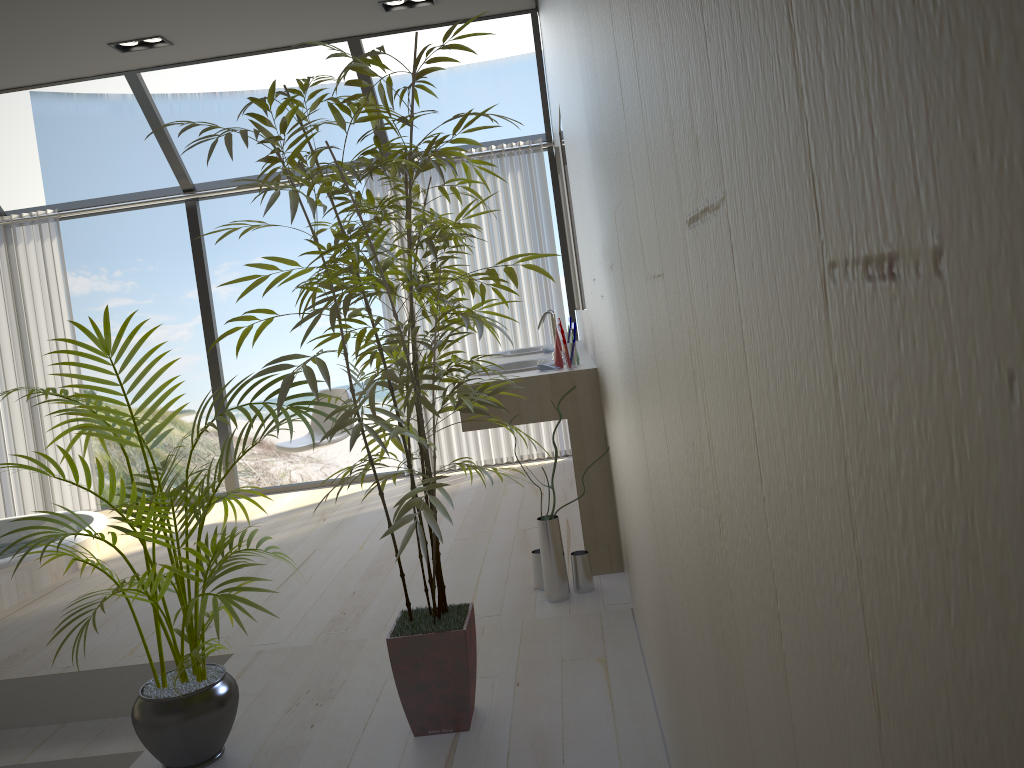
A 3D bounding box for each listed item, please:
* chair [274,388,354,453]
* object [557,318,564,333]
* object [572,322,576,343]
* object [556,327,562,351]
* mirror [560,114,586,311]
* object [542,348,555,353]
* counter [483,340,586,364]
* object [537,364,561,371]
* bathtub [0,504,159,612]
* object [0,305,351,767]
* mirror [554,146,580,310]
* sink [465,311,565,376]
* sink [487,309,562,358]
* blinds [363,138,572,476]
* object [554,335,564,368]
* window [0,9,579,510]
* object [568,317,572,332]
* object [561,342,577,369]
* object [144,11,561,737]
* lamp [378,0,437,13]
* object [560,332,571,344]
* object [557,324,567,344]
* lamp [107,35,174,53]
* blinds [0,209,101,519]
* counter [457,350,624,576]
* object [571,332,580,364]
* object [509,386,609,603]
[{"bbox_3d":[-1.225,0.230,5.541,0.368,0.347,0.457,-6,4,32],"label":"chair"},{"bbox_3d":[0.263,-0.257,4.618,0.012,0.178,0.050,-6,2,43],"label":"object"},{"bbox_3d":[0.234,-0.150,3.428,0.053,0.175,0.012,-7,2,29],"label":"object"},{"bbox_3d":[0.244,-0.239,4.732,0.039,0.134,0.039,-9,2,-38],"label":"object"},{"bbox_3d":[0.282,-0.758,3.965,0.023,0.867,0.655,-8,3,4],"label":"mirror"},{"bbox_3d":[0.203,-0.179,4.668,0.104,0.029,0.033,-3,5,44],"label":"object"},{"bbox_3d":[0.208,0.196,5.125,0.550,0.789,1.209,-7,4,4],"label":"counter"},{"bbox_3d":[0.141,-0.067,3.464,0.104,0.029,0.033,-3,5,44],"label":"object"},{"bbox_3d":[-3.139,1.004,4.752,1.820,0.697,1.653,-7,4,3],"label":"bathtub"},{"bbox_3d":[-0.931,0.388,2.260,0.913,1.155,0.755,-6,3,37],"label":"object"},{"bbox_3d":[0.309,-0.851,5.001,0.023,0.867,0.655,-8,3,4],"label":"mirror"},{"bbox_3d":[0.042,-0.093,3.879,0.503,0.418,0.576,-7,4,7],"label":"sink"},{"bbox_3d":[0.104,-0.205,5.083,0.503,0.418,0.576,-7,4,7],"label":"sink"},{"bbox_3d":[-0.256,-0.495,5.819,1.182,2.067,0.084,-7,1,3],"label":"blinds"},{"bbox_3d":[0.182,-0.128,3.528,0.038,0.134,0.039,-6,2,45],"label":"object"},{"bbox_3d":[-1.913,-0.609,5.707,4.558,2.809,0.747,-7,2,3],"label":"window"},{"bbox_3d":[0.297,-0.261,4.632,0.053,0.175,0.012,-7,2,29],"label":"object"},{"bbox_3d":[0.226,-0.108,3.437,0.058,0.100,0.059,-7,2,14],"label":"object"},{"bbox_3d":[-0.227,0.004,2.252,0.784,1.753,0.940,-7,2,28],"label":"object"},{"bbox_3d":[-0.571,-2.118,4.805,0.301,0.112,0.164,-7,4,3],"label":"lamp"},{"bbox_3d":[0.289,-0.220,4.641,0.058,0.100,0.058,-7,2,10],"label":"object"},{"bbox_3d":[0.201,-0.146,3.414,0.012,0.178,0.050,-6,2,43],"label":"object"},{"bbox_3d":[-2.057,-1.927,4.888,0.301,0.112,0.164,-7,4,3],"label":"lamp"},{"bbox_3d":[-3.477,-0.080,5.999,1.182,2.067,0.084,-7,1,3],"label":"blinds"},{"bbox_3d":[0.146,0.308,3.921,0.550,0.789,1.209,-7,4,4],"label":"counter"},{"bbox_3d":[0.252,-0.145,3.617,0.038,0.134,0.039,-6,2,45],"label":"object"},{"bbox_3d":[0.224,0.377,3.179,0.407,0.748,0.274,-8,2,-9],"label":"object"}]
